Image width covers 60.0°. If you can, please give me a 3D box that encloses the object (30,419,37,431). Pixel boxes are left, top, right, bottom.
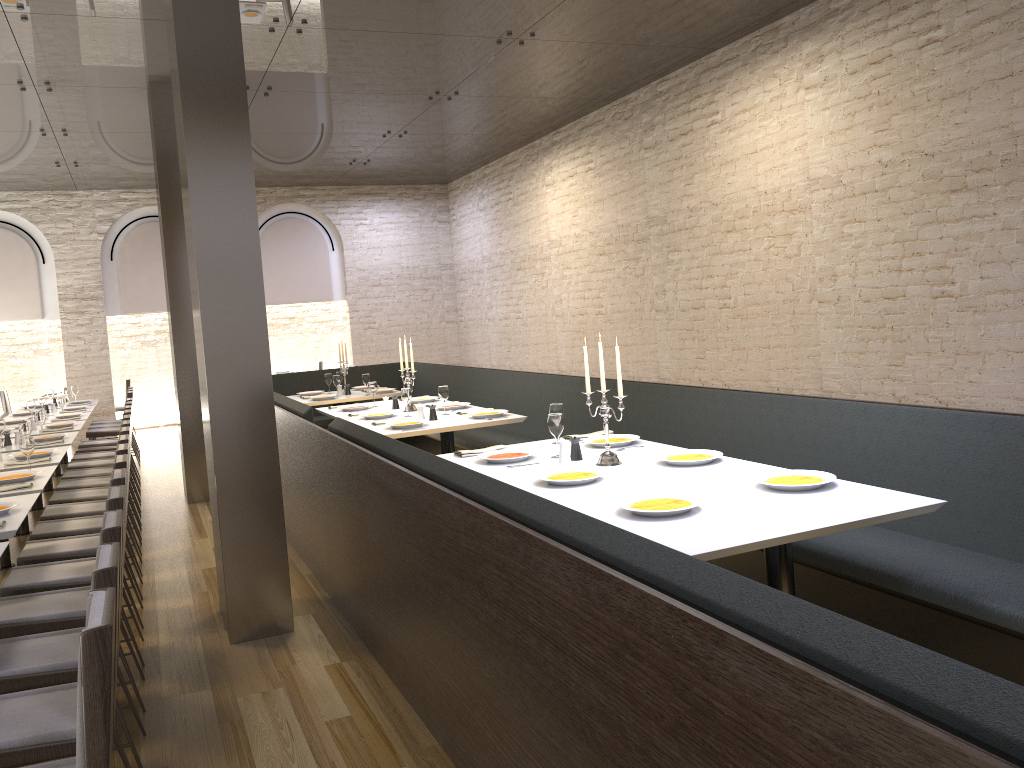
[{"bbox_3d":[-4.557,0.385,8.432,0.059,0.109,0.059,-6,3,-31],"label":"object"}]

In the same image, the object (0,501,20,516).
[{"bbox_3d":[-2.555,0.621,4.274,0.321,0.036,0.322,0,7,45],"label":"object"}]

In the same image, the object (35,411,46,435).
[{"bbox_3d":[-4.074,0.352,7.669,0.086,0.230,0.086,-3,3,19],"label":"object"}]

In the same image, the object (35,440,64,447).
[{"bbox_3d":[-3.762,0.480,7.128,0.273,0.033,0.143,-6,5,-23],"label":"object"}]

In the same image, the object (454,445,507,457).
[{"bbox_3d":[-0.179,0.377,5.019,0.273,0.033,0.143,-6,5,-23],"label":"object"}]

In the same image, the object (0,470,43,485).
[{"bbox_3d":[-2.996,0.567,5.318,0.321,0.036,0.322,-3,5,12],"label":"object"}]

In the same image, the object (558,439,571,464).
[{"bbox_3d":[0.266,0.342,4.513,0.069,0.126,0.069,-6,3,-29],"label":"object"}]

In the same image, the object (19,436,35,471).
[{"bbox_3d":[-3.047,0.449,5.580,0.086,0.230,0.086,-3,3,19],"label":"object"}]

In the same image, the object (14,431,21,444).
[{"bbox_3d":[-4.101,0.441,7.353,0.059,0.109,0.059,-6,3,-31],"label":"object"}]

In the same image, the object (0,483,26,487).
[{"bbox_3d":[-2.929,0.584,5.147,0.181,0.015,0.038,-6,5,-21],"label":"object"}]

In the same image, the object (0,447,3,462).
[{"bbox_3d":[-3.649,0.496,6.283,0.059,0.109,0.059,-6,3,-31],"label":"object"}]

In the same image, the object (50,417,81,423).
[{"bbox_3d":[-4.653,0.371,9.237,0.273,0.033,0.143,-6,5,-23],"label":"object"}]

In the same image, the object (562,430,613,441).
[{"bbox_3d":[0.453,0.306,5.286,0.273,0.033,0.143,-6,5,-23],"label":"object"}]

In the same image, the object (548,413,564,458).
[{"bbox_3d":[0.237,0.273,4.686,0.086,0.230,0.086,-5,3,-11],"label":"object"}]

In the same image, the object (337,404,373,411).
[{"bbox_3d":[-1.421,0.218,8.028,0.322,0.036,0.322,-7,5,-27],"label":"object"}]

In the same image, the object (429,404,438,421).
[{"bbox_3d":[-0.605,0.219,6.774,0.068,0.126,0.069,-4,3,9],"label":"object"}]

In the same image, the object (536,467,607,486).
[{"bbox_3d":[0.270,0.425,4.023,0.321,0.036,0.322,0,7,43],"label":"object"}]

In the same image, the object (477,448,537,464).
[{"bbox_3d":[-0.025,0.389,4.723,0.321,0.036,0.322,-5,5,-3],"label":"object"}]

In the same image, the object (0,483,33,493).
[{"bbox_3d":[-2.857,0.591,4.986,0.273,0.033,0.143,-6,5,-23],"label":"object"}]

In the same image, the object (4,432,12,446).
[{"bbox_3d":[-4.148,0.450,7.284,0.059,0.109,0.059,-6,3,-31],"label":"object"}]

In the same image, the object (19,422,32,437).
[{"bbox_3d":[-3.632,0.406,6.623,0.086,0.230,0.086,-5,3,-17],"label":"object"}]

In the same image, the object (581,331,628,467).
[{"bbox_3d":[0.453,0.069,4.358,0.132,0.655,0.390,-5,3,-12],"label":"object"}]

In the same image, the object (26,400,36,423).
[{"bbox_3d":[-5.029,0.290,9.277,0.086,0.230,0.086,-4,3,7],"label":"object"}]

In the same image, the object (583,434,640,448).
[{"bbox_3d":[0.558,0.324,4.967,0.321,0.036,0.322,-5,5,-3],"label":"object"}]

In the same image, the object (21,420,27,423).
[{"bbox_3d":[-4.603,0.394,8.362,0.059,0.109,0.059,-6,3,-31],"label":"object"}]

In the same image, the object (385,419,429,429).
[{"bbox_3d":[-0.768,0.298,6.483,0.322,0.036,0.322,-7,5,-25],"label":"object"}]

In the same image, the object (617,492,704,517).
[{"bbox_3d":[0.559,0.461,3.339,0.321,0.036,0.322,0,7,43],"label":"object"}]

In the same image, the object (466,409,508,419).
[{"bbox_3d":[-0.185,0.233,6.726,0.321,0.036,0.322,0,7,43],"label":"object"}]

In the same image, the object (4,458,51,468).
[{"bbox_3d":[-3.310,0.536,6.058,0.273,0.033,0.143,-6,5,-23],"label":"object"}]

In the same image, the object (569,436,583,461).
[{"bbox_3d":[0.328,0.333,4.566,0.069,0.126,0.069,-6,3,-29],"label":"object"}]

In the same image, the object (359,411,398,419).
[{"bbox_3d":[-1.091,0.259,7.245,0.321,0.036,0.322,-5,5,-3],"label":"object"}]

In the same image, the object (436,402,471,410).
[{"bbox_3d":[-0.507,0.194,7.488,0.321,0.036,0.322,-5,5,-3],"label":"object"}]

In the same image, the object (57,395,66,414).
[{"bbox_3d":[-4.972,0.242,9.794,0.086,0.230,0.086,-4,3,7],"label":"object"}]

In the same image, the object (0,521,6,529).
[{"bbox_3d":[-2.416,0.645,3.942,0.273,0.033,0.143,-6,5,-23],"label":"object"}]

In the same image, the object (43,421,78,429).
[{"bbox_3d":[-4.357,0.400,8.538,0.321,0.036,0.322,0,7,45],"label":"object"}]

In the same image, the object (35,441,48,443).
[{"bbox_3d":[-3.834,0.473,7.289,0.181,0.015,0.038,-6,5,-21],"label":"object"}]

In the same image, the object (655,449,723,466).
[{"bbox_3d":[0.854,0.360,4.267,0.321,0.036,0.322,0,7,43],"label":"object"}]

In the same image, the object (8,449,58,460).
[{"bbox_3d":[-3.449,0.511,6.390,0.322,0.036,0.321,-8,6,-40],"label":"object"}]

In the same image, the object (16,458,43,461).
[{"bbox_3d":[-3.381,0.528,6.219,0.181,0.015,0.038,-6,5,-21],"label":"object"}]

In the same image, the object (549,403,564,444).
[{"bbox_3d":[0.266,0.231,5.161,0.086,0.230,0.086,-5,3,-11],"label":"object"}]

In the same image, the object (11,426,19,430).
[{"bbox_3d":[-4.967,0.444,8.654,0.273,0.033,0.143,-6,5,-23],"label":"object"}]

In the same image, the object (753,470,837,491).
[{"bbox_3d":[1.143,0.396,3.583,0.321,0.036,0.322,0,7,43],"label":"object"}]

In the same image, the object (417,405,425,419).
[{"bbox_3d":[-0.699,0.225,6.788,0.069,0.126,0.069,-4,3,0],"label":"object"}]

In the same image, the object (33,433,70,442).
[{"bbox_3d":[-3.901,0.456,7.459,0.321,0.036,0.322,0,7,45],"label":"object"}]

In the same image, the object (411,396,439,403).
[{"bbox_3d":[-0.838,0.153,8.272,0.322,0.036,0.322,-7,5,-27],"label":"object"}]

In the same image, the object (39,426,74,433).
[{"bbox_3d":[-4.218,0.424,8.207,0.273,0.033,0.143,-6,5,-23],"label":"object"}]

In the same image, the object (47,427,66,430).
[{"bbox_3d":[-4.289,0.417,8.368,0.181,0.015,0.038,-6,5,-21],"label":"object"}]

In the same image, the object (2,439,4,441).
[{"bbox_3d":[-4.511,0.500,7.575,0.273,0.033,0.143,-6,5,-23],"label":"object"}]

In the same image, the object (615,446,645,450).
[{"bbox_3d":[0.635,0.342,4.778,0.181,0.015,0.038,-6,5,-21],"label":"object"}]

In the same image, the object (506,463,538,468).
[{"bbox_3d":[0.057,0.411,4.509,0.185,0.010,0.017,-6,5,-23],"label":"object"}]

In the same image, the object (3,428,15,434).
[{"bbox_3d":[-4.851,0.455,8.332,0.321,0.036,0.322,0,7,45],"label":"object"}]

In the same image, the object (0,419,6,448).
[{"bbox_3d":[-4.131,0.400,7.153,0.086,0.230,0.086,-3,3,19],"label":"object"}]
